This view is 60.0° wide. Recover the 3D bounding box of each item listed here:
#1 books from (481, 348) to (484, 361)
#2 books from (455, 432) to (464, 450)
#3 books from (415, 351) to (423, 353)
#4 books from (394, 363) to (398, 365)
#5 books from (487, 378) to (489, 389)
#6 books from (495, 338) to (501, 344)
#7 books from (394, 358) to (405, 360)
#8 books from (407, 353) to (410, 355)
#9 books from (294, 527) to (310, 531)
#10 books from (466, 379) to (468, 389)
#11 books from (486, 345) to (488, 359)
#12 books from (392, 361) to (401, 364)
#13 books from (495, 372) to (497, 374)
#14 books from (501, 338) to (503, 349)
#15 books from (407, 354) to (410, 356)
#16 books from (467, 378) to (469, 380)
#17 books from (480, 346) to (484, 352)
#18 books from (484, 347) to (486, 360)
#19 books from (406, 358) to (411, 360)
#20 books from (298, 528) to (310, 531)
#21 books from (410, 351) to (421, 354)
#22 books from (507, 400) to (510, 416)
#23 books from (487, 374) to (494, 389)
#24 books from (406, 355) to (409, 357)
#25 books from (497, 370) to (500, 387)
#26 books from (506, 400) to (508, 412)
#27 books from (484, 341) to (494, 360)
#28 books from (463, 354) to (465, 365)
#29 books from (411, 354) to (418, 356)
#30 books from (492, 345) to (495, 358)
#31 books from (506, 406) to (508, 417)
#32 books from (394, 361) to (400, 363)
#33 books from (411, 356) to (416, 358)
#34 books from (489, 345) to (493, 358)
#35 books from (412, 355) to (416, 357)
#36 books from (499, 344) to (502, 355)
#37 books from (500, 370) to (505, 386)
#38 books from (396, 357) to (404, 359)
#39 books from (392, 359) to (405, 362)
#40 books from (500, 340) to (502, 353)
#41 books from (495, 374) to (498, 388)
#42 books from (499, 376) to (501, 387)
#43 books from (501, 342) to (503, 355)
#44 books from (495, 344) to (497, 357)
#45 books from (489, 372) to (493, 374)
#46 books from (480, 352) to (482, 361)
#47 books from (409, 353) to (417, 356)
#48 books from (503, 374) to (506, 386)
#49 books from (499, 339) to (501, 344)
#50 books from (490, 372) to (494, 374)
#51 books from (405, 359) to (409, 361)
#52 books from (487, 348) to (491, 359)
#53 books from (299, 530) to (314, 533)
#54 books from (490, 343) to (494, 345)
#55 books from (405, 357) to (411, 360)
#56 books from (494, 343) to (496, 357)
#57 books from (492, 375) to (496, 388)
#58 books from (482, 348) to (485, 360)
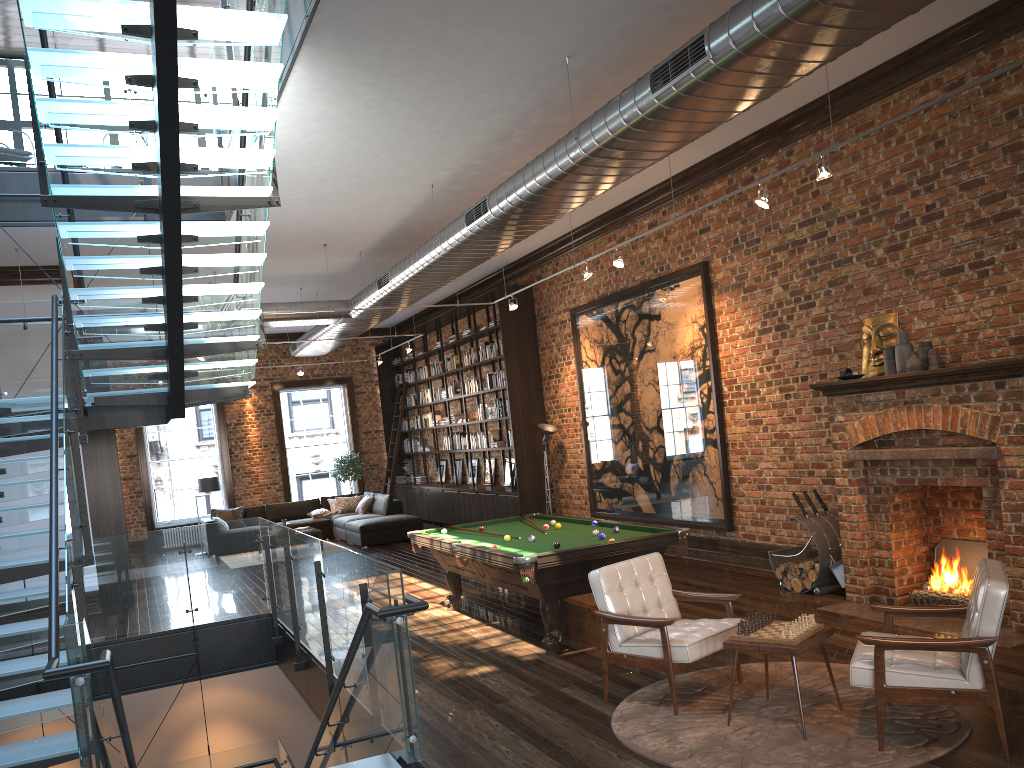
[{"bbox_3d":[-0.446,-0.514,15.578,0.184,0.242,0.030,-6,2,-23],"label":"books"},{"bbox_3d":[-0.997,1.102,17.305,0.182,0.337,0.015,-6,2,-23],"label":"books"},{"bbox_3d":[-2.045,-0.672,19.214,0.156,0.022,0.328,-5,-3,-21],"label":"books"},{"bbox_3d":[-2.593,-0.463,20.436,0.215,0.014,0.336,-5,-3,-21],"label":"books"},{"bbox_3d":[-0.338,-0.004,15.474,0.174,0.208,0.029,-6,2,-23],"label":"books"},{"bbox_3d":[-0.195,-0.609,15.002,0.165,0.322,0.008,-6,2,-23],"label":"books"},{"bbox_3d":[-2.590,-0.573,20.438,0.190,0.017,0.301,-5,-3,-25],"label":"books"},{"bbox_3d":[-2.206,-0.662,19.572,0.164,0.022,0.257,-5,-3,-20],"label":"books"},{"bbox_3d":[-3.814,2.624,16.080,0.205,0.028,0.261,-6,-3,9],"label":"books"},{"bbox_3d":[-0.747,0.049,16.445,0.172,0.284,0.013,-6,2,-23],"label":"books"},{"bbox_3d":[-0.357,-0.544,15.375,0.167,0.263,0.016,-6,2,-23],"label":"books"},{"bbox_3d":[-2.598,-0.493,20.434,0.212,0.014,0.358,-5,-3,-27],"label":"books"},{"bbox_3d":[-0.190,-0.073,15.170,0.161,0.284,0.056,-6,2,-23],"label":"books"},{"bbox_3d":[-0.082,-0.631,14.720,0.172,0.314,0.012,-6,2,-23],"label":"books"},{"bbox_3d":[-2.198,-0.643,19.576,0.162,0.017,0.381,-5,-3,-23],"label":"books"},{"bbox_3d":[-0.748,0.037,16.429,0.152,0.308,0.016,-6,2,-23],"label":"books"},{"bbox_3d":[-0.478,-0.532,15.676,0.149,0.295,0.032,-6,2,-23],"label":"books"},{"bbox_3d":[-0.400,-0.542,15.488,0.149,0.279,0.055,-6,2,-23],"label":"books"},{"bbox_3d":[-2.202,-0.554,19.573,0.177,0.015,0.265,-5,-3,-28],"label":"books"},{"bbox_3d":[-3.816,2.650,16.087,0.205,0.024,0.261,-7,-3,11],"label":"books"},{"bbox_3d":[-2.060,-0.685,19.207,0.191,0.007,0.365,-5,-3,-22],"label":"books"},{"bbox_3d":[0.007,0.398,14.827,0.160,0.278,0.031,-6,2,-23],"label":"books"},{"bbox_3d":[-0.295,-0.048,15.277,0.244,0.266,0.038,-6,2,-23],"label":"books"},{"bbox_3d":[-2.212,-0.622,19.569,0.192,0.010,0.374,-5,-3,-22],"label":"books"},{"bbox_3d":[-0.157,-0.089,15.038,0.180,0.295,0.025,-6,2,-23],"label":"books"},{"bbox_3d":[-0.003,0.403,14.856,0.157,0.274,0.032,-6,2,-23],"label":"books"},{"bbox_3d":[-0.384,-0.574,15.418,0.180,0.333,0.016,-6,2,-23],"label":"books"},{"bbox_3d":[-0.806,-0.435,16.425,0.172,0.245,0.011,-6,2,-23],"label":"books"},{"bbox_3d":[-2.063,-0.629,19.206,0.205,0.024,0.249,-5,-3,-20],"label":"books"},{"bbox_3d":[-0.251,-0.547,15.125,0.168,0.233,0.147,-6,1,-24],"label":"books"},{"bbox_3d":[-0.028,0.456,14.920,0.165,0.179,0.034,-6,2,-23],"label":"books"},{"bbox_3d":[-2.596,-0.506,20.435,0.225,0.011,0.270,-5,-3,-24],"label":"books"},{"bbox_3d":[-2.054,-0.586,19.209,0.206,0.017,0.283,-5,-3,-23],"label":"books"},{"bbox_3d":[-0.292,-0.551,15.242,0.164,0.258,0.100,-6,1,-23],"label":"books"},{"bbox_3d":[-2.043,-0.611,19.214,0.177,0.015,0.264,-5,-3,-23],"label":"books"},{"bbox_3d":[-0.142,-0.564,14.889,0.169,0.210,0.033,-6,2,-23],"label":"books"},{"bbox_3d":[-0.088,-0.098,14.689,0.188,0.264,0.030,-6,2,-23],"label":"books"},{"bbox_3d":[-2.598,-0.585,20.435,0.188,0.008,0.345,-5,-3,-19],"label":"books"},{"bbox_3d":[-2.608,-0.534,20.430,0.229,0.015,0.313,-5,-3,-27],"label":"books"},{"bbox_3d":[-0.105,-0.600,14.800,0.162,0.264,0.030,-6,2,-23],"label":"books"},{"bbox_3d":[-0.195,-0.053,15.128,0.188,0.240,0.016,-6,2,-23],"label":"books"},{"bbox_3d":[-0.130,-0.083,14.981,0.176,0.273,0.042,-6,2,-23],"label":"books"},{"bbox_3d":[-0.097,-0.590,14.770,0.164,0.240,0.031,-6,2,-23],"label":"books"},{"bbox_3d":[-0.195,-0.562,14.993,0.169,0.226,0.008,-6,2,-23],"label":"books"},{"bbox_3d":[-0.310,-0.054,15.430,0.162,0.297,0.012,-6,2,-23],"label":"books"},{"bbox_3d":[-0.472,-0.479,15.629,0.189,0.183,0.025,-6,2,-23],"label":"books"},{"bbox_3d":[-2.068,-0.650,19.203,0.216,0.018,0.377,-5,-3,-25],"label":"books"},{"bbox_3d":[-0.045,-0.071,14.614,0.189,0.194,0.028,-6,2,-23],"label":"books"},{"bbox_3d":[-0.144,-0.608,14.918,0.130,0.300,0.023,-7,2,-23],"label":"books"},{"bbox_3d":[-0.283,-0.057,15.350,0.155,0.289,0.030,-6,2,-23],"label":"books"},{"bbox_3d":[-2.213,-0.528,19.568,0.226,0.036,0.304,-5,-3,-24],"label":"books"},{"bbox_3d":[-0.329,-0.520,15.309,0.189,0.202,0.027,-6,2,-23],"label":"books"},{"bbox_3d":[-3.694,2.622,15.761,0.206,0.024,0.260,-9,-4,44],"label":"books"},{"bbox_3d":[-0.301,-0.562,15.299,0.152,0.280,0.013,-6,2,-23],"label":"books"},{"bbox_3d":[-2.227,-0.576,19.562,0.229,0.034,0.274,-5,-3,-20],"label":"books"},{"bbox_3d":[-0.204,-0.572,15.033,0.188,0.252,0.018,-6,2,-23],"label":"books"},{"bbox_3d":[-0.238,-0.039,15.219,0.186,0.230,0.035,-6,2,-23],"label":"books"},{"bbox_3d":[-0.427,-0.512,15.555,0.168,0.231,0.028,-6,2,-23],"label":"books"}]
